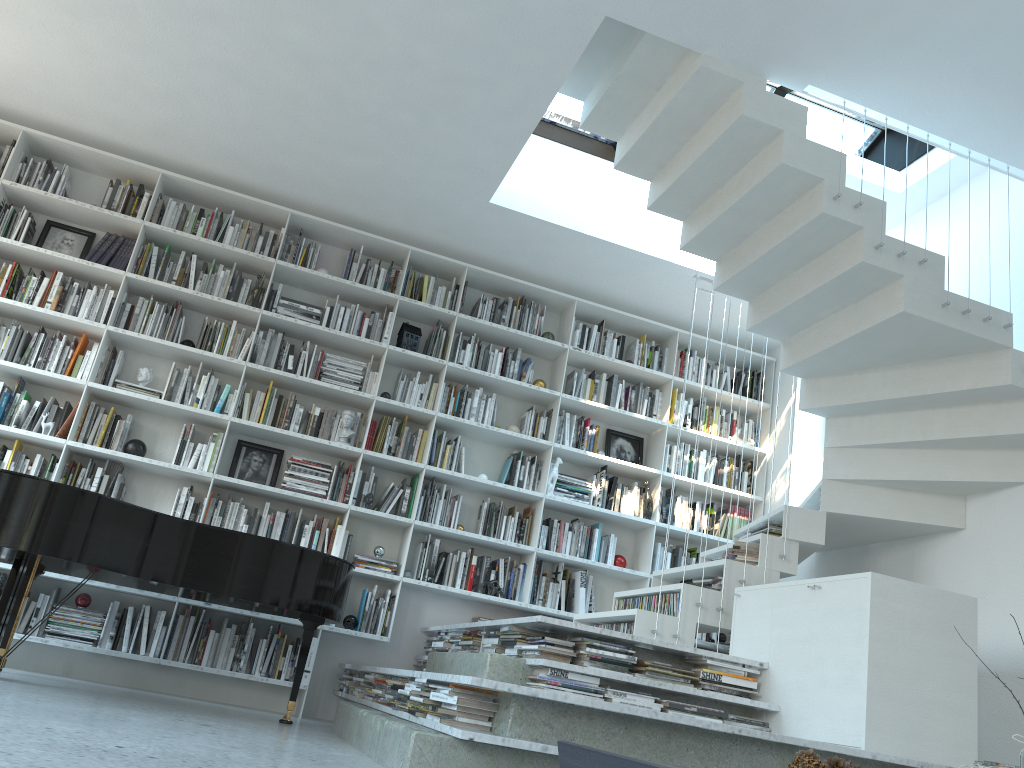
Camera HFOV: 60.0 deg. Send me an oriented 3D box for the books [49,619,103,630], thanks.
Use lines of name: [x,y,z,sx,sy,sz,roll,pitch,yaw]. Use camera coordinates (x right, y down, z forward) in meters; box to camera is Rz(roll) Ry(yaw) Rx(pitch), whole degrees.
books: [-2.502,1.387,5.105,0.285,0.007,0.160,15,-20,-13]

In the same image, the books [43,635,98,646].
books: [-2.520,1.470,5.078,0.285,0.007,0.160,15,-20,-14]

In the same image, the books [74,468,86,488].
books: [-2.585,0.633,5.281,0.042,0.247,0.163,15,-20,-14]

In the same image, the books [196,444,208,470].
books: [-1.942,0.486,5.550,0.024,0.187,0.173,15,-20,-14]

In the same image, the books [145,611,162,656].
books: [-2.106,1.470,5.223,0.025,0.258,0.133,15,-20,-14]

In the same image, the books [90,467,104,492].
books: [-2.494,0.646,5.304,0.027,0.268,0.185,15,-20,-14]

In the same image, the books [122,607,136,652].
books: [-2.233,1.432,5.172,0.063,0.252,0.178,15,-20,-14]

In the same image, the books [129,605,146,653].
books: [-2.183,1.431,5.178,0.012,0.273,0.180,15,-20,-14]

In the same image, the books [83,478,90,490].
books: [-2.547,0.670,5.288,0.024,0.195,0.157,15,-20,-14]

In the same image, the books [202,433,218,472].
books: [-1.899,0.457,5.569,0.027,0.268,0.179,15,-20,-14]

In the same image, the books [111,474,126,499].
books: [-2.384,0.680,5.332,0.027,0.260,0.164,15,-20,-14]

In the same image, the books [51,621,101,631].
books: [-2.503,1.394,5.103,0.254,0.007,0.161,15,-20,-13]

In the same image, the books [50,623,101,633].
books: [-2.506,1.406,5.098,0.254,0.007,0.161,15,-20,-13]

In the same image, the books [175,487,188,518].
books: [-2.033,0.775,5.430,0.027,0.268,0.159,15,-20,-14]

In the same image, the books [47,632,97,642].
books: [-2.515,1.450,5.082,0.254,0.007,0.161,15,-20,-13]

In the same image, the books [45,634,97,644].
books: [-2.516,1.462,5.072,0.254,0.007,0.161,14,-20,-10]

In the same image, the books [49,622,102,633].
books: [-2.502,1.397,5.092,0.285,0.007,0.160,17,-21,-19]

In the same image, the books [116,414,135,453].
books: [-2.380,0.329,5.453,0.028,0.265,0.145,15,-20,-14]

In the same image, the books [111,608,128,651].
books: [-2.279,1.430,5.169,0.028,0.237,0.136,15,-20,-14]

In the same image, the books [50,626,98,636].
books: [-2.506,1.417,5.088,0.254,0.007,0.161,17,-21,-18]

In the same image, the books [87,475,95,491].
books: [-2.522,0.666,5.293,0.021,0.214,0.172,15,-20,-14]

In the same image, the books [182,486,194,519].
books: [-2.006,0.776,5.450,0.014,0.289,0.132,15,-20,-14]

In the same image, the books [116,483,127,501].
books: [-2.370,0.714,5.343,0.023,0.211,0.160,15,-20,-14]

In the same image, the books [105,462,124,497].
books: [-2.415,0.640,5.335,0.050,0.327,0.167,15,-20,-14]

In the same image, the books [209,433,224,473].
books: [-1.863,0.458,5.574,0.021,0.280,0.162,15,-20,-14]

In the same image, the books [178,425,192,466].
books: [-2.044,0.410,5.545,0.011,0.290,0.156,15,-20,-14]

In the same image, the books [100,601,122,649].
books: [-2.332,1.402,5.159,0.031,0.264,0.145,15,-20,-14]

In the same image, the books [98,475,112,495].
books: [-2.464,0.675,5.325,0.029,0.240,0.136,15,-20,-14]

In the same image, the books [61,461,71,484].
books: [-2.664,0.602,5.277,0.013,0.274,0.147,15,-20,-14]

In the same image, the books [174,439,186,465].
books: [-2.067,0.451,5.513,0.025,0.185,0.154,15,-20,-14]

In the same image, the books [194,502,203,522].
books: [-1.939,0.837,5.453,0.024,0.200,0.159,15,-20,-14]

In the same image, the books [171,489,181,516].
books: [-2.069,0.776,5.428,0.012,0.253,0.161,15,-20,-14]

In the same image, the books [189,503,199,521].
books: [-1.969,0.837,5.457,0.031,0.194,0.142,15,-20,-14]

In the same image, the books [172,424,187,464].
books: [-2.077,0.401,5.529,0.012,0.284,0.160,15,-20,-14]

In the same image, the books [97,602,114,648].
books: [-2.348,1.398,5.138,0.012,0.253,0.161,15,-20,-14]

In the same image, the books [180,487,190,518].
books: [-2.019,0.780,5.448,0.010,0.276,0.156,15,-20,-14]

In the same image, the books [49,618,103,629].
books: [-2.502,1.381,5.110,0.285,0.007,0.160,15,-20,-14]

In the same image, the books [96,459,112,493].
books: [-2.478,0.626,5.344,0.013,0.337,0.138,15,-20,-14]

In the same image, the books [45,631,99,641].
books: [-2.512,1.442,5.078,0.285,0.007,0.160,17,-21,-18]

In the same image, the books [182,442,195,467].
books: [-2.024,0.469,5.539,0.030,0.182,0.155,15,-20,-14]

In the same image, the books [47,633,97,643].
books: [-2.517,1.457,5.082,0.254,0.007,0.161,15,-20,-14]

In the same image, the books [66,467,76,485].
books: [-2.630,0.624,5.268,0.030,0.238,0.157,15,-20,-14]

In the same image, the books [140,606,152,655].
books: [-2.146,1.446,5.201,0.074,0.275,0.181,15,-20,-14]

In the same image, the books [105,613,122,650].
books: [-2.305,1.436,5.145,0.029,0.201,0.178,15,-20,-14]

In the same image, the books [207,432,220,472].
books: [-1.877,0.455,5.567,0.011,0.278,0.188,15,-20,-14]

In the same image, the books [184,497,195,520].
books: [-1.989,0.812,5.436,0.029,0.220,0.153,15,-20,-14]

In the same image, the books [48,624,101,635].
books: [-2.505,1.411,5.090,0.285,0.007,0.160,17,-21,-18]

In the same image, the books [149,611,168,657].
books: [-2.073,1.467,5.200,0.024,0.259,0.190,15,-20,-14]

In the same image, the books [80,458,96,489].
books: [-2.553,0.609,5.298,0.014,0.312,0.166,15,-20,-14]

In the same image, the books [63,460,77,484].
books: [-2.648,0.599,5.273,0.013,0.282,0.147,15,-20,-14]

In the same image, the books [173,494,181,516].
books: [-2.062,0.795,5.434,0.015,0.224,0.148,15,-20,-14]

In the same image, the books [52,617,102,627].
books: [-2.503,1.375,5.111,0.254,0.005,0.161,15,-20,-14]

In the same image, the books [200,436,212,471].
books: [-1.917,0.461,5.554,0.012,0.243,0.171,15,-20,-14]

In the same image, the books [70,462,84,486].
books: [-2.605,0.612,5.271,0.012,0.271,0.182,15,-20,-14]

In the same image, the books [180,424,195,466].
books: [-2.032,0.409,5.546,0.012,0.297,0.166,15,-20,-14]

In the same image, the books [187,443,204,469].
books: [-1.978,0.474,5.536,0.057,0.188,0.156,15,-20,-14]

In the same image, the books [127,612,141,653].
books: [-2.200,1.450,5.175,0.011,0.231,0.174,15,-20,-14]

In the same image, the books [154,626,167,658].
books: [-2.063,1.515,5.208,0.024,0.179,0.172,15,-20,-14]

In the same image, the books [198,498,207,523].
books: [-1.924,0.831,5.488,0.019,0.241,0.108,15,-20,-14]
